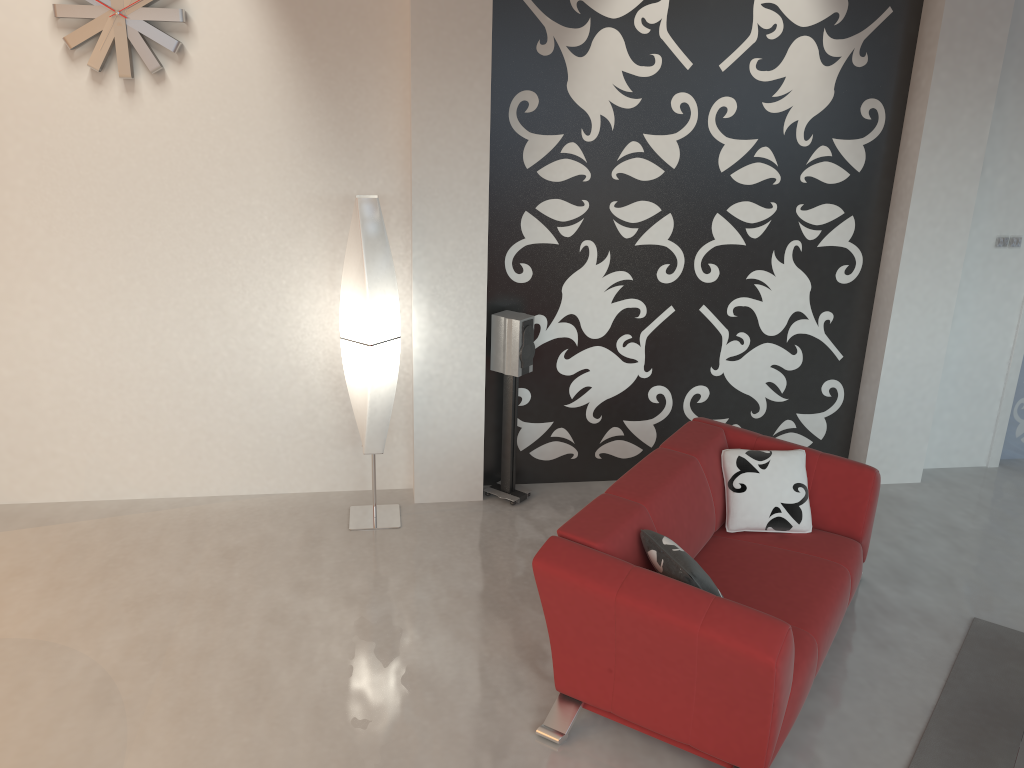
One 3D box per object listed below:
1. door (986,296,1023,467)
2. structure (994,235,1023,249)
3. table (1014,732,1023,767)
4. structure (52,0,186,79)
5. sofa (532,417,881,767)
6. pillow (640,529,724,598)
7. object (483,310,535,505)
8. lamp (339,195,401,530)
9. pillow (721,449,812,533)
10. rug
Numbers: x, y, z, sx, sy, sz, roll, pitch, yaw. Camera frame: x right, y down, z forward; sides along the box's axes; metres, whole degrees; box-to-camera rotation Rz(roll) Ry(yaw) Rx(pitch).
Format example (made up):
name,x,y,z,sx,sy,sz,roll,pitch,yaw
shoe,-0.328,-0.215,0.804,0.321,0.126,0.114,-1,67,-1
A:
name,x,y,z,sx,sy,sz,roll,pitch,yaw
door,3.973,-0.706,5.711,1.600,2.550,0.240,-1,19,-9
structure,3.021,-0.863,5.390,0.170,0.080,0.016,-1,19,-9
table,2.376,1.361,3.017,1.097,0.286,1.162,15,23,34
structure,-1.884,-1.781,4.257,0.596,0.596,0.090,-1,19,-9
sofa,0.927,0.806,3.833,0.951,0.738,1.929,13,22,29
pillow,0.675,0.764,3.387,0.288,0.343,0.402,-4,20,-16
object,-0.010,0.144,5.102,0.229,1.112,0.214,15,23,34
lamp,-0.745,-0.091,4.694,0.313,1.779,0.313,1,19,-1
pillow,1.201,0.503,4.194,0.402,0.343,0.288,1,19,-1
rug,2.362,1.496,3.071,1.700,0.025,1.700,15,23,34
